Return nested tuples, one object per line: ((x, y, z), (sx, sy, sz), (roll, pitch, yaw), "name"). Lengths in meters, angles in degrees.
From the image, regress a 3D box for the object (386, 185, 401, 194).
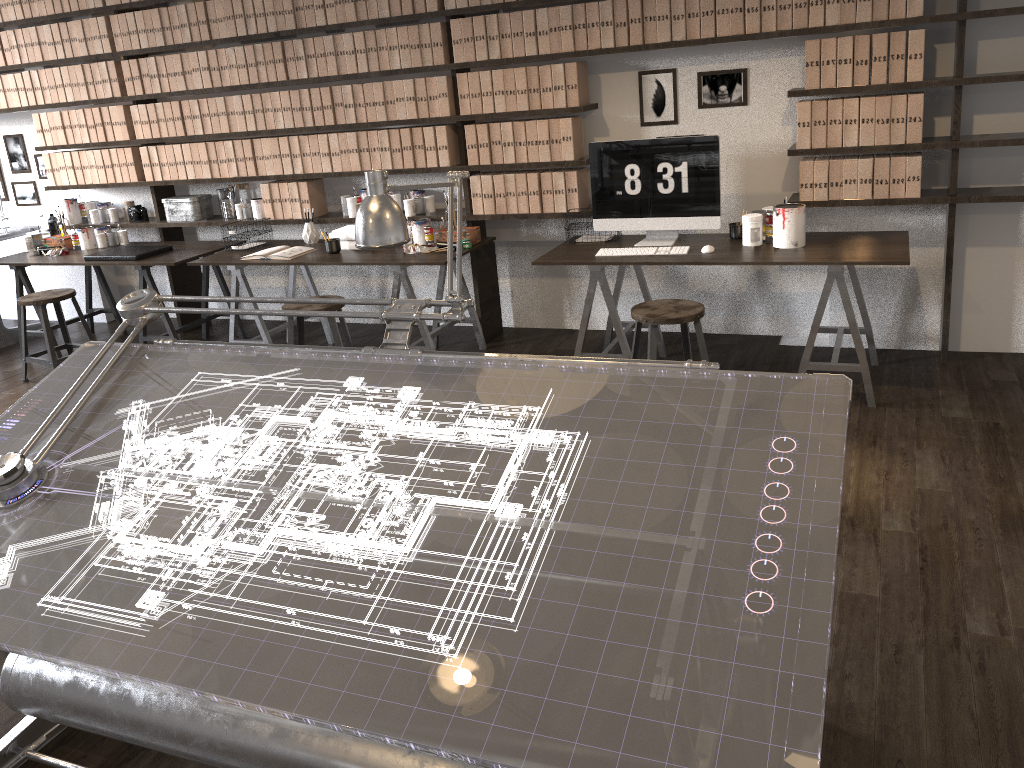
((-0.743, -1.101, 5.337), (0.094, 0.159, 0.208), (3, 20, 24), "object")

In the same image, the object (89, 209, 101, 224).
((-2.909, -1.169, 6.182), (0.062, 0.093, 0.063), (-2, 18, 9), "object")

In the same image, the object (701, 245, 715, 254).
((0.917, -0.632, 4.141), (0.059, 0.028, 0.108), (2, 20, 20), "object")

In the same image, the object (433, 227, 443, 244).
((-0.409, -0.829, 4.964), (0.060, 0.087, 0.060), (4, 20, 27), "object")

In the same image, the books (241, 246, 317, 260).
((-1.342, -0.757, 5.095), (0.355, 0.029, 0.260), (3, 21, 23), "books")

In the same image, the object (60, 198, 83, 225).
((-3.110, -1.217, 6.253), (0.107, 0.174, 0.109), (3, 19, 25), "object")

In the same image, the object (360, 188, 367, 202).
((-0.866, -1.104, 5.378), (0.095, 0.159, 0.095), (1, 19, 19), "object")

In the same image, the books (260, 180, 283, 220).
((-1.493, -1.164, 5.597), (0.067, 0.222, 0.177), (2, 19, 23), "books")

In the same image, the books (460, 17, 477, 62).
((-0.201, -1.858, 4.782), (0.067, 0.222, 0.177), (2, 19, 23), "books")

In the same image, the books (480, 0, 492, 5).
((-0.110, -2.106, 4.661), (0.067, 0.222, 0.177), (2, 19, 23), "books")

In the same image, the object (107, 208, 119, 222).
((-2.774, -1.175, 6.163), (0.062, 0.093, 0.063), (-2, 18, 9), "object")

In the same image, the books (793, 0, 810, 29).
((1.352, -1.772, 4.127), (0.067, 0.222, 0.177), (2, 19, 23), "books")

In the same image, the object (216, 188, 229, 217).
((-1.915, -1.205, 5.902), (0.079, 0.185, 0.080), (-4, 17, 3), "object")

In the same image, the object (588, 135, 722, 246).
((0.715, -0.957, 4.396), (0.643, 0.510, 0.207), (3, 19, 23), "object")

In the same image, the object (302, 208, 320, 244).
((-1.227, -0.958, 5.368), (0.102, 0.206, 0.102), (-12, 18, -20), "object")

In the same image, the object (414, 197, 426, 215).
((-0.540, -1.045, 5.201), (0.063, 0.093, 0.064), (-17, 21, -32), "object")

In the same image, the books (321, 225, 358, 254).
((-0.914, -0.849, 5.080), (0.294, 0.145, 0.391), (3, 21, 23), "books")

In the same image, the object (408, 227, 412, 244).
((-0.600, -0.842, 5.031), (0.062, 0.093, 0.062), (-10, 18, -15), "object")

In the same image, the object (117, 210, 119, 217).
((-2.804, -1.190, 6.245), (0.054, 0.079, 0.054), (-19, 22, -36), "object")

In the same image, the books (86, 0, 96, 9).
((-2.636, -2.507, 5.644), (0.067, 0.222, 0.177), (2, 19, 23), "books")

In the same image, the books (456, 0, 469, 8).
((-0.237, -2.111, 4.710), (0.067, 0.222, 0.177), (2, 19, 23), "books")

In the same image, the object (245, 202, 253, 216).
((-1.694, -1.132, 5.758), (0.063, 0.092, 0.064), (-10, 18, -13), "object")

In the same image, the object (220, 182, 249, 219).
((-1.818, -1.216, 5.765), (0.181, 0.268, 0.159), (-3, 18, 8), "object")

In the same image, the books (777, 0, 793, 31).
((1.289, -1.777, 4.156), (0.067, 0.222, 0.177), (2, 19, 23), "books")

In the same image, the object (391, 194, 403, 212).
((-0.687, -1.071, 5.286), (0.062, 0.117, 0.062), (-8, 18, -7), "object")

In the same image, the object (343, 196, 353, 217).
((-0.991, -1.078, 5.385), (0.063, 0.116, 0.063), (-13, 19, -24), "object")

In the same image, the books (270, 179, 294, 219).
((-1.429, -1.163, 5.576), (0.067, 0.222, 0.177), (2, 19, 23), "books")

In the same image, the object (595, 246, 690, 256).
((0.627, -0.636, 4.253), (0.439, 0.017, 0.120), (1, 20, 19), "object")

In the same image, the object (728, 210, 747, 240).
((1.116, -0.783, 4.364), (0.096, 0.140, 0.093), (-4, 18, 4), "object")

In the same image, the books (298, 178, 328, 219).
((-1.233, -1.152, 5.493), (0.067, 0.222, 0.177), (2, 19, 23), "books")

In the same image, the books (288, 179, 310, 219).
((-1.300, -1.154, 5.517), (0.067, 0.222, 0.177), (2, 19, 23), "books")

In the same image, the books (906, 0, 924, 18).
((1.794, -1.746, 3.936), (0.067, 0.222, 0.177), (2, 19, 23), "books")

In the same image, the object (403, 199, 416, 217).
((-0.598, -1.029, 5.170), (0.062, 0.094, 0.062), (-17, 21, -32), "object")

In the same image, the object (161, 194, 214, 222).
((-2.162, -1.177, 5.921), (0.317, 0.150, 0.195), (3, 20, 22), "object")

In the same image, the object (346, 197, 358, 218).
((-0.957, -1.060, 5.325), (0.062, 0.117, 0.062), (-10, 18, -15), "object")

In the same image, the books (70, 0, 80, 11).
((-2.764, -2.515, 5.700), (0.067, 0.222, 0.177), (2, 19, 23), "books")

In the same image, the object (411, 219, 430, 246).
((-0.506, -0.850, 4.971), (0.105, 0.139, 0.105), (5, 21, 30), "object")

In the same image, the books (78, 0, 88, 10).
((-2.699, -2.512, 5.674), (0.067, 0.222, 0.177), (2, 19, 23), "books")

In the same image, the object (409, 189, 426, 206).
((-0.562, -1.098, 5.318), (0.094, 0.128, 0.096), (-2, 18, 11), "object")

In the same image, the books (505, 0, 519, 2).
((0.017, -2.098, 4.604), (0.067, 0.222, 0.177), (2, 19, 23), "books")

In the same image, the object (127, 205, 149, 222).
((-2.578, -1.167, 6.065), (0.171, 0.107, 0.092), (3, 20, 23), "object")

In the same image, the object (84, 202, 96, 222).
((-2.985, -1.221, 6.282), (0.070, 0.128, 0.071), (-14, 20, -26), "object")

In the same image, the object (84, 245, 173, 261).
((-2.400, -0.820, 5.547), (0.446, 0.033, 0.316), (3, 21, 23), "object")

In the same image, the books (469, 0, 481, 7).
((-0.170, -2.108, 4.682), (0.067, 0.222, 0.177), (2, 19, 23), "books")

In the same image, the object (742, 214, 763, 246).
((1.138, -0.728, 4.191), (0.095, 0.142, 0.095), (-19, 22, -38), "object")

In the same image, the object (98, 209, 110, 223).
((-2.840, -1.170, 6.168), (0.062, 0.092, 0.064), (-2, 18, 9), "object")

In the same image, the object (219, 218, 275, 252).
((-1.614, -0.912, 5.411), (0.204, 0.158, 0.288), (3, 20, 23), "object")

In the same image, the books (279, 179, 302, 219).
((-1.363, -1.159, 5.548), (0.067, 0.222, 0.177), (2, 19, 23), "books")

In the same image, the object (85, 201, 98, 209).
((-3.009, -1.244, 6.356), (0.072, 0.127, 0.072), (-11, 18, -18), "object")

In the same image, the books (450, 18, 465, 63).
((-0.257, -1.863, 4.810), (0.067, 0.222, 0.177), (2, 19, 23), "books")

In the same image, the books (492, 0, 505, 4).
((-0.049, -2.103, 4.637), (0.067, 0.222, 0.177), (2, 19, 23), "books")

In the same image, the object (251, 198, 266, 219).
((-1.611, -1.119, 5.661), (0.095, 0.126, 0.095), (5, 20, 29), "object")

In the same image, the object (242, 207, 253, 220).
((-1.661, -1.121, 5.728), (0.062, 0.092, 0.183), (8, 23, 36), "object")

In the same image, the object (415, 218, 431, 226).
((-0.509, -0.883, 5.085), (0.095, 0.126, 0.095), (1, 19, 19), "object")

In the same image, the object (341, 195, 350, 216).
((-1.015, -1.097, 5.445), (0.062, 0.117, 0.062), (-13, 19, -24), "object")

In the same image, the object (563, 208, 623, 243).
((0.424, -0.830, 4.640), (0.284, 0.158, 0.207), (0, 19, 16), "object")

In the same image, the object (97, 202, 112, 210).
((-2.880, -1.220, 6.282), (0.094, 0.126, 0.095), (-18, 21, -33), "object")

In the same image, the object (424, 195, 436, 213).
((-0.485, -1.064, 5.241), (0.062, 0.094, 0.062), (-17, 21, -32), "object")

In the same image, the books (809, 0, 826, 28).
((1.416, -1.767, 4.096), (0.067, 0.222, 0.177), (2, 19, 23), "books")

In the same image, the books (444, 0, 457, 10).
((-0.302, -2.116, 4.741), (0.067, 0.222, 0.177), (2, 19, 23), "books")
